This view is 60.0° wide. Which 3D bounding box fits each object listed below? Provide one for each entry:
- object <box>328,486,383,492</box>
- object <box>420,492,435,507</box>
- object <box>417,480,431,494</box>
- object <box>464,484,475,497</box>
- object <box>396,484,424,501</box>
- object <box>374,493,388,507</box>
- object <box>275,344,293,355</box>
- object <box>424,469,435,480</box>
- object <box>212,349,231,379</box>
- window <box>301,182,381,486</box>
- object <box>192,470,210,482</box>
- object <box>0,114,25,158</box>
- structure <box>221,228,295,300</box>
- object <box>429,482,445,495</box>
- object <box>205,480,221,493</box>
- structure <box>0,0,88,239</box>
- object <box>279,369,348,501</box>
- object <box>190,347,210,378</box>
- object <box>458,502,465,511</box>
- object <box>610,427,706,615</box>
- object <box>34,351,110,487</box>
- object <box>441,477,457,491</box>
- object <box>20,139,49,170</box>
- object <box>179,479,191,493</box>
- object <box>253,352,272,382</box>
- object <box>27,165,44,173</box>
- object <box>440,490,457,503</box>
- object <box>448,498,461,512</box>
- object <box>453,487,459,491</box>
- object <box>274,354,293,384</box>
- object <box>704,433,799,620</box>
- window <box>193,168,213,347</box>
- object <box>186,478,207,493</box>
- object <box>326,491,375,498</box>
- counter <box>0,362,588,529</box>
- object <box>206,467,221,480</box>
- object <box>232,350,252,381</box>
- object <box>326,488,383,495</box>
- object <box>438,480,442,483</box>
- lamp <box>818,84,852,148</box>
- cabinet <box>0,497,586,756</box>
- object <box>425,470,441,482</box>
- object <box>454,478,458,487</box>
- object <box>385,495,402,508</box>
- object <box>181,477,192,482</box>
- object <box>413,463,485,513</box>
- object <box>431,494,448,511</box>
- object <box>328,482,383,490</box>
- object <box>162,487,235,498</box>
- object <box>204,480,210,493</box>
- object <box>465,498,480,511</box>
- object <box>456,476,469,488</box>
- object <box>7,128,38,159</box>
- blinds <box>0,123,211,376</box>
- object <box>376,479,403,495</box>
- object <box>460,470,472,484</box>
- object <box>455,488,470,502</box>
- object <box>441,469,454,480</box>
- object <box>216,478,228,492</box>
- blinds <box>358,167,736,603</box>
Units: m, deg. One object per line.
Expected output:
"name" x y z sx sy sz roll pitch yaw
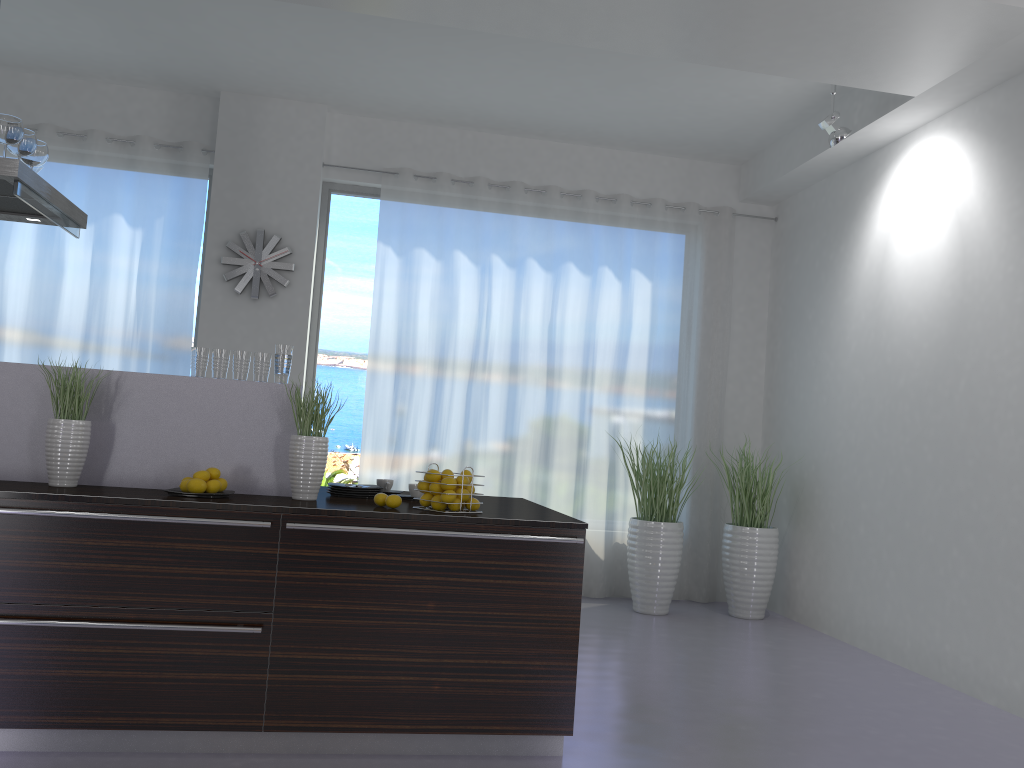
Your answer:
"object" -0.672 0.453 3.800 0.232 0.020 0.232 4 -4 -6
"object" -0.321 0.439 3.367 0.060 0.057 0.052 5 -4 -8
"object" -0.332 0.392 3.384 0.053 0.051 0.063 7 -5 -41
"object" -0.169 0.409 3.397 0.053 0.054 0.061 1 -5 36
"object" -0.413 0.471 3.856 0.153 0.069 0.153 7 -5 -36
"object" -0.492 0.438 3.353 0.053 0.051 0.063 7 -5 -41
"object" -0.929 -0.097 3.598 0.072 0.119 0.071 2 -4 30
"object" -0.311 0.356 3.409 0.052 0.060 0.057 6 -4 -22
"object" -1.169 -0.078 3.554 0.072 0.119 0.071 2 -4 30
"window" -0.057 -0.167 6.933 3.000 2.500 0.100 5 -4 -10
"object" -1.143 0.341 3.263 0.061 0.047 0.053 4 -4 -7
"object" -2.090 -0.990 3.660 0.125 0.221 0.125 3 -4 15
"structure" -1.808 -0.855 6.313 0.505 0.505 0.076 5 -4 -10
"object" -0.283 0.395 3.346 0.062 0.053 0.052 7 -5 -38
"object" -1.102 0.378 3.264 0.061 0.054 0.052 6 -5 -33
"structure" -2.459 -1.379 3.874 0.981 1.231 0.915 5 -4 -10
"object" -0.769 0.197 3.433 0.247 0.502 0.269 2 -5 33
"object" -1.249 -0.085 3.540 0.071 0.119 0.072 1 -5 40
"object" -0.207 0.459 3.400 0.050 0.055 0.061 1 -5 36
"object" 1.028 0.955 6.290 0.713 1.334 0.656 5 -4 -10
"object" -1.638 0.125 3.256 0.269 0.502 0.247 5 -4 -10
"object" -0.237 0.374 3.318 0.061 0.052 0.053 4 -4 3
"object" -2.144 -0.974 3.959 0.125 0.221 0.125 3 -4 15
"object" -1.187 0.375 3.253 0.063 0.051 0.053 4 -4 -6
"object" -1.011 -0.065 3.582 0.072 0.119 0.071 2 -4 30
"object" -2.282 -0.947 4.158 0.137 0.174 0.137 0 -5 45
"object" -0.236 0.419 3.289 0.061 0.054 0.052 6 -5 -33
"object" -0.214 0.451 3.320 0.051 0.053 0.063 4 -4 -2
"object" -0.216 0.414 3.356 0.051 0.053 0.062 4 -4 -2
"object" -0.931 -0.059 3.596 0.072 0.119 0.071 2 -4 30
"object" 1.671 1.009 6.434 0.656 1.334 0.713 6 -4 -25
"window" -3.739 -0.468 6.291 3.000 2.500 0.100 5 -4 -10
"object" -1.142 0.371 3.214 0.070 0.058 0.060 5 -4 -11
"object" -0.673 0.473 3.798 0.232 0.020 0.232 4 -4 -1
"counter" -1.464 0.616 3.593 3.291 1.300 1.302 5 -4 -10
"object" -1.117 0.335 3.310 0.053 0.048 0.063 8 -5 -44
"object" -1.090 -0.072 3.568 0.072 0.119 0.071 2 -4 30
"object" -0.672 0.463 3.799 0.232 0.020 0.232 4 -4 -1
"object" -0.277 0.396 3.402 0.064 0.053 0.051 4 -4 -7
"lamp" 1.912 -1.645 5.225 0.185 0.511 0.150 5 -4 -10
"cabinet" -1.480 0.839 3.567 3.285 0.852 1.377 5 -4 -10
"object" -0.299 0.349 3.358 0.063 0.051 0.053 1 -5 37
"object" -0.218 0.387 3.414 0.055 0.051 0.061 5 -4 -15
"object" -0.443 0.439 3.312 0.063 0.051 0.053 4 -4 -6
"object" -1.204 0.374 3.307 0.061 0.054 0.052 1 -5 37
"object" -0.239 0.395 3.385 0.207 0.174 0.189 0 -5 45
"object" -0.271 0.446 3.332 0.064 0.063 0.074 3 -4 11
"object" -0.848 0.370 3.853 0.646 0.147 0.269 3 -4 15
"object" -1.151 0.402 3.264 0.232 0.020 0.232 4 -4 -1
"object" -1.145 0.378 3.303 0.057 0.060 0.071 5 -4 -8
"object" -0.151 0.459 3.379 0.053 0.052 0.062 2 -4 29
"object" -0.187 0.368 3.350 0.051 0.053 0.063 4 -4 3
"object" -2.119 -0.982 3.815 0.125 0.221 0.125 3 -4 15
"blinds" -3.873 -0.307 6.031 3.245 3.112 0.120 5 -4 -10
"object" -0.585 0.473 4.068 0.153 0.069 0.153 2 -4 24
"object" -0.177 0.360 3.417 0.050 0.060 0.059 5 -4 -10
"object" -0.189 0.418 3.341 0.061 0.055 0.051 6 -4 -31
"object" -0.247 0.352 3.386 0.051 0.053 0.063 5 -4 -8
"object" -1.096 0.378 3.322 0.051 0.053 0.063 2 -4 30
"blinds" 0.317 0.036 6.761 2.830 3.112 0.120 5 -4 -10
